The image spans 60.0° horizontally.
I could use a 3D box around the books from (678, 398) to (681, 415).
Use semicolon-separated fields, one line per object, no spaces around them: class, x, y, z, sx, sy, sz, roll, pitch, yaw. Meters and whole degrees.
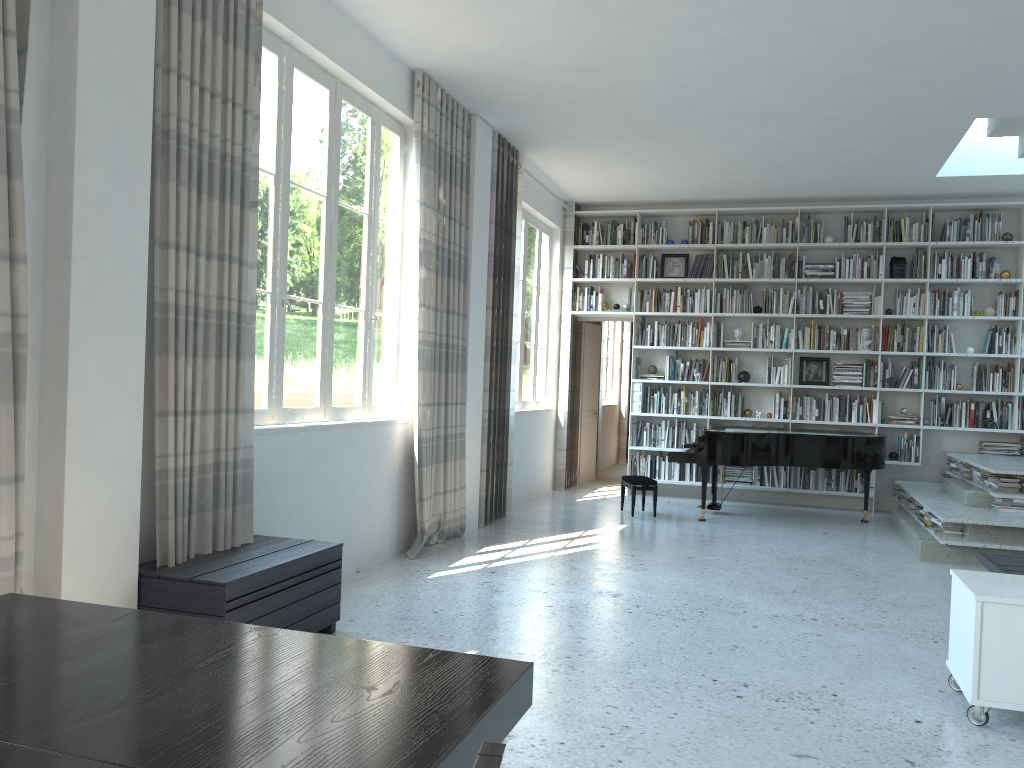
books;1.850;0.243;9.752;0.029;0.181;0.190;2;0;17

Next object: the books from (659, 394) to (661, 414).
books;1.656;0.221;9.840;0.016;0.211;0.146;2;1;17

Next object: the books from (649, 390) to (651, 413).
books;1.549;0.194;9.868;0.022;0.257;0.141;2;1;17

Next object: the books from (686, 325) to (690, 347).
books;1.936;-0.523;9.750;0.011;0.252;0.139;2;1;17

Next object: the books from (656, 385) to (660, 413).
books;1.621;0.168;9.834;0.006;0.315;0.145;2;1;17

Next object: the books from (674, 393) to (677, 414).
books;1.813;0.218;9.774;0.027;0.230;0.159;2;1;17

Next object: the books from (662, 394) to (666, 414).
books;1.679;0.218;9.805;0.015;0.219;0.190;2;1;17

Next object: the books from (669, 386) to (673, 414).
books;1.753;0.177;9.791;0.012;0.306;0.189;2;1;17

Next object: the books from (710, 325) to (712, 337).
books;2.174;-0.517;9.675;0.036;0.257;0.123;2;1;17

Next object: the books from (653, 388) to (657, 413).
books;1.584;0.184;9.842;0.008;0.280;0.164;2;1;17

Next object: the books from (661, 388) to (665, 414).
books;1.667;0.184;9.802;0.007;0.286;0.182;2;1;17

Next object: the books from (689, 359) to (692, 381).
books;1.961;-0.149;9.742;0.013;0.242;0.141;2;1;17

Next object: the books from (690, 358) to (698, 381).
books;1.992;-0.155;9.718;0.060;0.255;0.158;2;1;17

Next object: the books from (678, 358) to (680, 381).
books;1.851;-0.157;9.774;0.022;0.249;0.129;2;1;17

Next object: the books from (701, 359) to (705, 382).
books;2.087;-0.149;9.694;0.021;0.251;0.154;2;1;17

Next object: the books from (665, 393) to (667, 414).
books;1.718;0.214;9.825;0.016;0.230;0.136;2;1;17

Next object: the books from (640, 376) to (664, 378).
books;1.561;-0.074;9.857;0.254;0.012;0.161;2;0;14

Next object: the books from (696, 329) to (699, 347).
books;2.029;-0.495;9.709;0.013;0.203;0.161;2;1;17

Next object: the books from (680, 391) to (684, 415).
books;1.880;0.208;9.753;0.026;0.254;0.176;2;1;17

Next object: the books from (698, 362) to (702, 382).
books;2.062;-0.129;9.699;0.027;0.209;0.143;2;1;17

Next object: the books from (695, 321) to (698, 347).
books;2.022;-0.540;9.727;0.015;0.293;0.144;2;1;17

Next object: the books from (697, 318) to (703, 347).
books;2.055;-0.555;9.702;0.035;0.326;0.170;2;1;17

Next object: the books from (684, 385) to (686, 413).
books;1.901;0.174;9.744;0.021;0.323;0.172;2;1;17

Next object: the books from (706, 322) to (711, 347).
books;2.144;-0.532;9.683;0.027;0.286;0.148;2;1;17

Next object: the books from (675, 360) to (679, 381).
books;1.828;-0.149;9.788;0.030;0.231;0.148;2;1;17

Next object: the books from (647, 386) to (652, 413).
books;1.530;0.175;9.866;0.014;0.294;0.171;2;1;17

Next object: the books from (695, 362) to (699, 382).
books;2.032;-0.129;9.698;0.030;0.207;0.172;2;1;17

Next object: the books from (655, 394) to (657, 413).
books;1.606;0.216;9.829;0.015;0.217;0.180;2;1;17

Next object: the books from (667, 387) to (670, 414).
books;1.735;0.179;9.784;0.019;0.300;0.180;2;1;17

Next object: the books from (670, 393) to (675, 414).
books;1.784;0.216;9.800;0.045;0.230;0.138;2;1;17

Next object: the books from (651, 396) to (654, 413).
books;1.564;0.229;9.827;0.019;0.189;0.193;2;0;17

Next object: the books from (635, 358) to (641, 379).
books;1.406;-0.171;9.901;0.028;0.243;0.156;2;1;17

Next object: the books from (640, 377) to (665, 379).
books;1.561;-0.061;9.862;0.254;0.012;0.161;2;0;18

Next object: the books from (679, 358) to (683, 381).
books;1.862;-0.157;9.751;0.011;0.250;0.172;2;1;17

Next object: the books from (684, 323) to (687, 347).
books;1.912;-0.534;9.746;0.012;0.272;0.145;2;1;17

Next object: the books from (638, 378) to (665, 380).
books;1.560;-0.049;9.857;0.285;0.012;0.159;2;0;20

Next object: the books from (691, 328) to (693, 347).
books;1.985;-0.504;9.729;0.012;0.217;0.160;2;1;17

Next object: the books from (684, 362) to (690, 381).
books;1.927;-0.137;9.753;0.056;0.214;0.142;2;1;17

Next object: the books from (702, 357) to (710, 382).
books;2.125;-0.160;9.642;0.082;0.276;0.228;2;1;17

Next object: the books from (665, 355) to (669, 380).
books;1.713;-0.180;9.806;0.012;0.285;0.159;2;1;17

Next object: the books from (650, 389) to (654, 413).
books;1.558;0.191;9.846;0.007;0.264;0.176;2;1;17

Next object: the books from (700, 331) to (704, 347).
books;2.084;-0.483;9.697;0.030;0.183;0.152;2;1;17

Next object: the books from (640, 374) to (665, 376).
books;1.563;-0.098;9.861;0.254;0.012;0.161;2;0;18

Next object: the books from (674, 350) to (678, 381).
books;1.808;-0.202;9.788;0.011;0.336;0.153;2;1;17

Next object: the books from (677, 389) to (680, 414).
books;1.834;0.192;9.766;0.014;0.282;0.150;2;1;17

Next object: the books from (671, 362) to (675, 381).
books;1.777;-0.139;9.762;0.029;0.208;0.189;2;1;17

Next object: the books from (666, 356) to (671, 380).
books;1.729;-0.173;9.800;0.024;0.273;0.150;2;1;17

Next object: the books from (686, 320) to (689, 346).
books;1.928;-0.549;9.757;0.011;0.304;0.130;2;1;17

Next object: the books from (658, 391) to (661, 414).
books;1.636;0.204;9.813;0.009;0.244;0.184;2;1;17

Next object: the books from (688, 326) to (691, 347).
books;1.957;-0.517;9.753;0.028;0.242;0.131;2;1;17

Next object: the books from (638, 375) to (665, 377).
books;1.560;-0.086;9.855;0.285;0.012;0.159;2;0;21

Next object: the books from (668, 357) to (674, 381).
books;1.757;-0.164;9.799;0.031;0.255;0.143;2;1;17

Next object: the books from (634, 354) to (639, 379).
books;1.391;-0.192;9.916;0.012;0.285;0.159;2;1;17

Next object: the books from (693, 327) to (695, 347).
books;2.002;-0.505;9.728;0.021;0.221;0.148;2;1;17

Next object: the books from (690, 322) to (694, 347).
books;1.969;-0.533;9.719;0.015;0.275;0.157;2;1;17

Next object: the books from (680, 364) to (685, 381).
books;1.876;-0.126;9.734;0.029;0.190;0.189;2;1;17

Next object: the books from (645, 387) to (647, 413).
books;1.507;0.178;9.882;0.008;0.285;0.159;2;1;17

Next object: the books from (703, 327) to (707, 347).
books;2.114;-0.502;9.688;0.031;0.223;0.144;2;1;17

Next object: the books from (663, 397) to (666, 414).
books;1.692;0.234;9.797;0.016;0.189;0.183;2;1;17

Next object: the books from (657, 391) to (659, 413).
books;1.629;0.204;9.829;0.014;0.243;0.171;2;1;17
